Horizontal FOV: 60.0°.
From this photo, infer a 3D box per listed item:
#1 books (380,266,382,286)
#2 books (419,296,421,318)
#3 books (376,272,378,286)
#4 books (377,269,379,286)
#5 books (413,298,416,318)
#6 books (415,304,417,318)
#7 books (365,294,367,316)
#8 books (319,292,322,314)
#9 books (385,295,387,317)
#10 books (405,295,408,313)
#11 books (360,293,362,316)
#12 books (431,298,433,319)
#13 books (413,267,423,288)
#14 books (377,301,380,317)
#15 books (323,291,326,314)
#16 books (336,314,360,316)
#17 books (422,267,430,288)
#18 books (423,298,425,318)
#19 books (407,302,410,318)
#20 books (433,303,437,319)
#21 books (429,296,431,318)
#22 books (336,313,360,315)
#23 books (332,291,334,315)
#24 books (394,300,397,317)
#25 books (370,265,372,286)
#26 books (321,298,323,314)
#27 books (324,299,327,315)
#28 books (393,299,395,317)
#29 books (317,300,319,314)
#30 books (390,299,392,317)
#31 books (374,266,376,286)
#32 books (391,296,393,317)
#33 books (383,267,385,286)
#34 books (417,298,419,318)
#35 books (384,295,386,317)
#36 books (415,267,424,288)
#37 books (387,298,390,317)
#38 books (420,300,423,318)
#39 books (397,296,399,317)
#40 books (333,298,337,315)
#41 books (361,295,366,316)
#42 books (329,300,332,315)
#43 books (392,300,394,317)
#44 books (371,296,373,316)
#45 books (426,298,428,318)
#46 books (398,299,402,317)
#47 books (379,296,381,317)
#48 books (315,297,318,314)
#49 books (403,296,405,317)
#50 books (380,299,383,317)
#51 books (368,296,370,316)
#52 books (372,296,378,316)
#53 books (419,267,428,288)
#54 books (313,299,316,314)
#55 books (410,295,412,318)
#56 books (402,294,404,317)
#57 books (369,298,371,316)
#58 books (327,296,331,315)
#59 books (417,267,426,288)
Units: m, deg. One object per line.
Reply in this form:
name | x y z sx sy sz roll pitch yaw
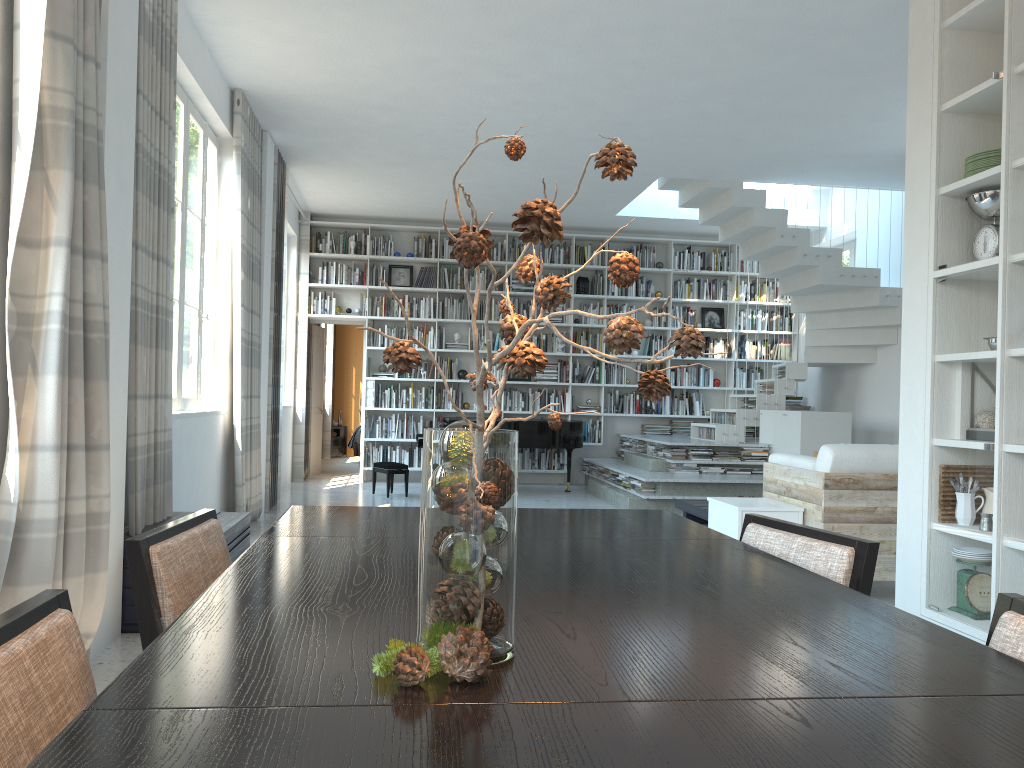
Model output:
books | -1.607 -1.307 10.901 0.023 0.258 0.183 2 -1 -7
books | -1.140 -0.938 10.968 0.012 0.281 0.188 2 -1 -7
books | -1.663 -1.286 10.931 0.012 0.214 0.132 2 -1 -7
books | -1.644 -1.288 10.897 0.018 0.218 0.186 2 -1 -7
books | -1.211 -0.930 10.974 0.029 0.260 0.157 2 -1 -7
books | -1.187 -0.892 10.976 0.022 0.186 0.136 2 -1 -7
books | -1.796 -0.959 10.896 0.010 0.286 0.137 2 0 -7
books | -2.338 -0.972 10.828 0.022 0.281 0.156 2 0 -7
books | -1.548 -0.948 10.911 0.011 0.277 0.164 2 0 -7
books | -1.303 -0.945 10.936 0.030 0.286 0.185 2 -1 -7
books | -1.850 -0.960 10.884 0.012 0.285 0.159 2 0 -7
books | -0.993 -0.925 10.984 0.035 0.264 0.177 2 -1 -7
books | -1.167 -1.302 10.976 0.110 0.279 0.174 2 -1 -7
books | -1.640 -0.910 10.897 0.026 0.195 0.175 2 -1 -7
books | -2.283 -0.979 10.813 0.013 0.297 0.187 2 -1 -7
books | -2.008 -0.840 10.869 0.285 0.012 0.159 2 -1 -10
books | -1.068 -1.302 10.978 0.097 0.282 0.174 2 -1 -7
books | -1.092 -0.928 10.969 0.022 0.263 0.174 2 -1 -7
books | -1.274 -0.899 10.936 0.029 0.195 0.192 2 -1 -7
books | -0.954 -0.894 10.964 0.039 0.202 0.236 2 -1 -7
books | -1.021 -0.939 10.983 0.022 0.289 0.169 2 0 -7
books | -2.008 -0.852 10.872 0.285 0.012 0.159 2 -1 -5
books | -2.189 -0.977 10.841 0.013 0.298 0.179 2 -1 -7
books | -1.432 -0.915 10.932 0.031 0.217 0.173 2 -1 -7
books | -1.735 -1.324 10.900 0.006 0.287 0.148 2 0 -7
books | -2.318 -0.938 10.847 0.023 0.214 0.140 2 -1 -7
books | -2.268 -0.926 10.829 0.024 0.193 0.181 2 -1 -7
books | -1.454 -0.921 10.936 0.011 0.229 0.170 2 -1 -7
books | -2.367 -0.924 10.841 0.029 0.185 0.134 2 -1 -7
books | -1.493 -0.923 10.940 0.012 0.230 0.149 2 -1 -7
books | -1.683 -1.310 10.900 0.009 0.260 0.184 2 -1 -7
books | -1.480 -0.946 10.938 0.012 0.277 0.150 2 0 -7
books | -1.579 -1.304 10.913 0.012 0.254 0.166 2 -1 -7
books | -1.165 -0.928 10.984 0.035 0.260 0.131 2 0 -7
books | -1.565 -0.950 10.920 0.020 0.281 0.164 2 0 -7
books | -1.146 -1.302 10.988 0.110 0.279 0.174 2 -1 -7
books | -1.522 -0.933 10.932 0.047 0.249 0.134 2 0 -7
books | -1.119 -0.912 10.966 0.030 0.230 0.172 2 -1 -7
books | -1.410 -0.942 10.939 0.014 0.272 0.180 2 -1 -7
books | -2.167 -0.933 10.830 0.029 0.211 0.187 2 -1 -7
books | -1.825 -0.951 10.908 0.044 0.269 0.134 2 0 -7
books | -2.213 -0.923 10.858 0.029 0.191 0.134 2 -1 -7
books | -1.466 -0.916 10.927 0.014 0.218 0.164 2 -1 -7
books | -1.721 -0.946 10.894 0.012 0.263 0.180 2 -1 -7
books | -1.059 -0.928 10.996 0.024 0.266 0.155 2 0 -7
books | -1.381 -0.923 10.947 0.047 0.238 0.162 2 -1 -7
books | -1.623 -0.943 10.915 0.010 0.263 0.151 2 0 -7
books | -2.383 -0.943 10.814 0.010 0.220 0.181 2 -1 -7
books | -1.330 -0.939 10.938 0.023 0.271 0.187 2 -1 -7
books | -1.603 -0.926 10.913 0.030 0.230 0.172 2 -1 -7
books | -1.757 -0.942 10.907 0.012 0.254 0.161 2 -1 -7
books | -1.686 -0.942 10.915 0.062 0.258 0.153 2 0 -7
books | -1.101 -1.300 10.994 0.110 0.279 0.174 2 -1 -7
books | -2.403 -0.932 10.820 0.029 0.197 0.160 2 -1 -7
books | -1.249 -0.943 10.966 0.025 0.286 0.161 2 0 -7
books | -1.350 -0.955 10.954 0.014 0.304 0.151 2 0 -7
books | -1.739 -0.931 10.901 0.022 0.232 0.151 2 -1 -7
books | -2.233 -0.947 10.815 0.021 0.237 0.188 2 -1 -7
books | -1.121 -1.301 10.973 0.110 0.279 0.174 2 -1 -7
